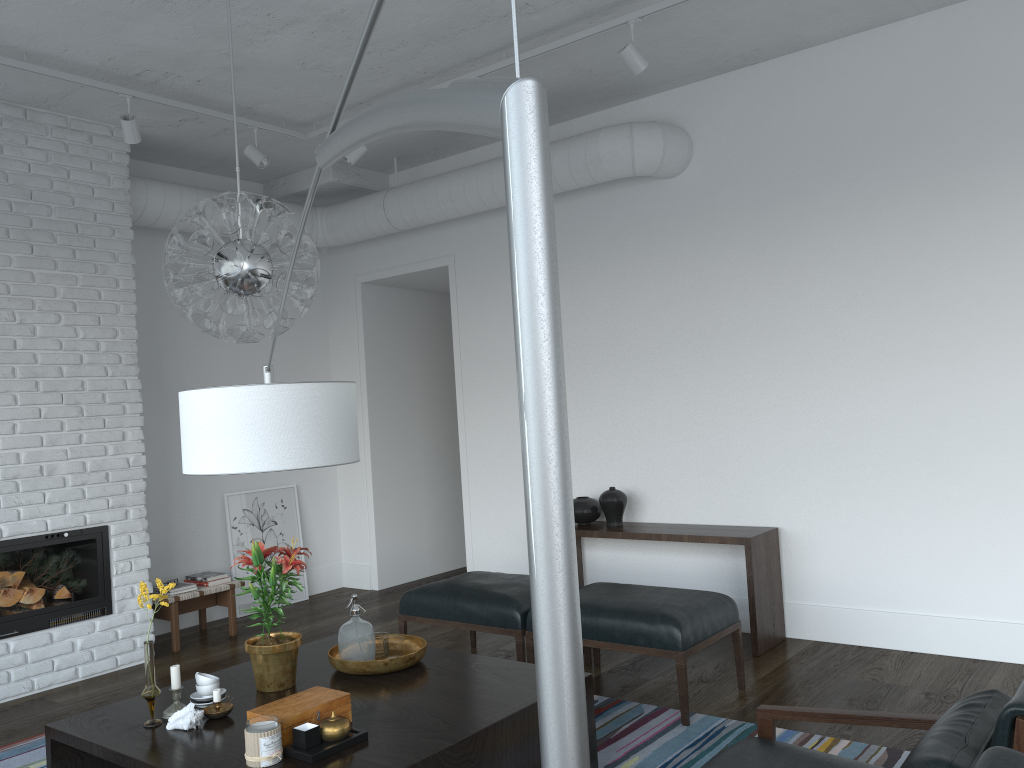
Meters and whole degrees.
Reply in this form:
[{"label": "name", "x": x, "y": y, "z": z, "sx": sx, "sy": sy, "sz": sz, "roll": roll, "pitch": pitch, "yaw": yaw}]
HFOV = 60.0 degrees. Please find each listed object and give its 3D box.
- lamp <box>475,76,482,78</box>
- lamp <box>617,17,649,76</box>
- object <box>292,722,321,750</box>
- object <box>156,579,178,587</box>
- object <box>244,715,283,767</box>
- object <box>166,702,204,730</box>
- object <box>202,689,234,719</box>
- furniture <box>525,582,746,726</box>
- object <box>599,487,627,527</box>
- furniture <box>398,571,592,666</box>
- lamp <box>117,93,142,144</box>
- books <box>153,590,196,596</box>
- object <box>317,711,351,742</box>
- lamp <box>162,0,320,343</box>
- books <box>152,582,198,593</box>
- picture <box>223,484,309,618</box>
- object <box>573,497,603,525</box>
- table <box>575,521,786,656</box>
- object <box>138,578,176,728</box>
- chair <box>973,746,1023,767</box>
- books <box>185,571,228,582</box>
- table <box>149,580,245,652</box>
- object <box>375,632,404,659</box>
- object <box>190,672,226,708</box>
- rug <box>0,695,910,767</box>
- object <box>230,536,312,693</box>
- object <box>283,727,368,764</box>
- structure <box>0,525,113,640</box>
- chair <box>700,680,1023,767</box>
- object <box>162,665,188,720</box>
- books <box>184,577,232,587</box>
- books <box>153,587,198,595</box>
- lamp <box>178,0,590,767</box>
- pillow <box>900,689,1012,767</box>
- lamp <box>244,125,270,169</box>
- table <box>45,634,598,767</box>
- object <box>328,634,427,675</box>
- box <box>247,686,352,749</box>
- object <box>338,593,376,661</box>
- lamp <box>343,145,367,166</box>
[{"label": "lamp", "x": -0.205, "y": -1.521, "z": 4.746, "sx": 0.154, "sy": 0.285, "sz": 0.094, "roll": -4, "pitch": -2, "yaw": 11}, {"label": "lamp", "x": 0.566, "y": -1.586, "z": 4.137, "sx": 0.154, "sy": 0.285, "sz": 0.100, "roll": -3, "pitch": -2, "yaw": -29}, {"label": "object", "x": -0.604, "y": 1.036, "z": 2.608, "sx": 0.058, "sy": 0.055, "sz": 0.058, "roll": -5, "pitch": -2, "yaw": 38}, {"label": "object", "x": -2.201, "y": 1.272, "z": 5.666, "sx": 0.093, "sy": 0.038, "sz": 0.134, "roll": -4, "pitch": -1, "yaw": 5}, {"label": "object", "x": -0.712, "y": 1.029, "z": 2.559, "sx": 0.117, "sy": 0.116, "sz": 0.106, "roll": -4, "pitch": -2, "yaw": 18}, {"label": "object", "x": -1.066, "y": 1.085, "z": 2.891, "sx": 0.124, "sy": 0.078, "sz": 0.069, "roll": -4, "pitch": -2, "yaw": 21}, {"label": "object", "x": -0.987, "y": 1.067, "z": 2.971, "sx": 0.102, "sy": 0.098, "sz": 0.102, "roll": -3, "pitch": -2, "yaw": -13}, {"label": "furniture", "x": 0.570, "y": 1.214, "z": 4.167, "sx": 0.827, "sy": 0.476, "sz": 0.583, "roll": -5, "pitch": -2, "yaw": 38}, {"label": "object", "x": 0.618, "y": 0.745, "z": 5.400, "sx": 0.171, "sy": 0.236, "sz": 0.171, "roll": -5, "pitch": -2, "yaw": 43}, {"label": "furniture", "x": -0.098, "y": 1.269, "z": 4.692, "sx": 0.828, "sy": 0.478, "sz": 0.584, "roll": -5, "pitch": -2, "yaw": 38}, {"label": "lamp", "x": -2.018, "y": -1.409, "z": 4.670, "sx": 0.097, "sy": 0.285, "sz": 0.154, "roll": -3, "pitch": -2, "yaw": -12}, {"label": "books", "x": -2.178, "y": 1.323, "z": 5.676, "sx": 0.273, "sy": 0.011, "sz": 0.172, "roll": -5, "pitch": -2, "yaw": 37}, {"label": "object", "x": -0.535, "y": 1.022, "z": 2.664, "sx": 0.103, "sy": 0.077, "sz": 0.103, "roll": -4, "pitch": -2, "yaw": 10}, {"label": "lamp", "x": -1.021, "y": -0.925, "z": 3.277, "sx": 0.552, "sy": 1.546, "sz": 0.552, "roll": -4, "pitch": -2, "yaw": 26}, {"label": "books", "x": -2.183, "y": 1.298, "z": 5.673, "sx": 0.280, "sy": 0.019, "sz": 0.202, "roll": -5, "pitch": -2, "yaw": 36}, {"label": "picture", "x": -1.823, "y": 1.224, "z": 6.609, "sx": 0.093, "sy": 0.884, "sz": 0.637, "roll": -5, "pitch": -2, "yaw": 38}, {"label": "object", "x": 0.447, "y": 0.793, "z": 5.553, "sx": 0.245, "sy": 0.168, "sz": 0.245, "roll": -4, "pitch": -2, "yaw": 30}, {"label": "table", "x": 0.848, "y": 1.152, "z": 5.191, "sx": 1.362, "sy": 0.617, "sz": 0.375, "roll": -5, "pitch": -2, "yaw": 38}, {"label": "object", "x": -1.182, "y": 0.892, "z": 2.961, "sx": 0.121, "sy": 0.470, "sz": 0.120, "roll": -3, "pitch": -2, "yaw": -36}, {"label": "chair", "x": 0.416, "y": 1.049, "z": 1.662, "sx": 0.983, "sy": 0.698, "sz": 0.678, "roll": -5, "pitch": -2, "yaw": 38}, {"label": "books", "x": -2.031, "y": 1.281, "z": 5.902, "sx": 0.238, "sy": 0.025, "sz": 0.173, "roll": -5, "pitch": -2, "yaw": 36}, {"label": "table", "x": -2.095, "y": 1.496, "z": 5.763, "sx": 0.405, "sy": 0.345, "sz": 0.605, "roll": -5, "pitch": -2, "yaw": 38}, {"label": "object", "x": -0.501, "y": 1.050, "z": 3.533, "sx": 0.085, "sy": 0.089, "sz": 0.195, "roll": -2, "pitch": -2, "yaw": -43}, {"label": "object", "x": -1.067, "y": 1.067, "z": 3.113, "sx": 0.121, "sy": 0.113, "sz": 0.124, "roll": -3, "pitch": -2, "yaw": -32}, {"label": "rug", "x": -0.537, "y": 1.491, "z": 3.138, "sx": 3.760, "sy": 0.012, "sz": 2.735, "roll": -5, "pitch": -2, "yaw": 38}, {"label": "object", "x": -0.871, "y": 0.836, "z": 3.240, "sx": 0.275, "sy": 0.558, "sz": 0.284, "roll": -4, "pitch": -1, "yaw": 0}, {"label": "object", "x": -0.552, "y": 1.068, "z": 2.637, "sx": 0.130, "sy": 0.023, "sz": 0.214, "roll": -5, "pitch": -2, "yaw": 38}, {"label": "structure", "x": -2.912, "y": 1.134, "z": 4.866, "sx": 0.675, "sy": 0.578, "sz": 1.168, "roll": -5, "pitch": -2, "yaw": 38}, {"label": "chair", "x": 0.936, "y": 1.033, "z": 2.324, "sx": 0.983, "sy": 0.698, "sz": 0.678, "roll": -5, "pitch": -2, "yaw": 38}, {"label": "object", "x": -1.145, "y": 1.040, "z": 3.023, "sx": 0.098, "sy": 0.174, "sz": 0.098, "roll": -5, "pitch": -2, "yaw": 32}, {"label": "books", "x": -2.023, "y": 1.308, "z": 5.897, "sx": 0.267, "sy": 0.032, "sz": 0.185, "roll": -5, "pitch": -2, "yaw": 36}, {"label": "books", "x": -2.172, "y": 1.312, "z": 5.668, "sx": 0.306, "sy": 0.011, "sz": 0.171, "roll": -5, "pitch": -2, "yaw": 37}, {"label": "lamp", "x": -0.312, "y": 0.563, "z": 1.400, "sx": 0.432, "sy": 1.738, "sz": 2.162, "roll": -3, "pitch": -2, "yaw": -18}, {"label": "pillow", "x": 1.083, "y": 0.974, "z": 2.200, "sx": 0.246, "sy": 0.293, "sz": 0.612, "roll": -5, "pitch": -2, "yaw": 38}, {"label": "lamp", "x": -1.527, "y": -1.424, "z": 5.291, "sx": 0.154, "sy": 0.285, "sz": 0.093, "roll": -4, "pitch": -2, "yaw": 16}, {"label": "table", "x": -0.635, "y": 1.294, "z": 3.093, "sx": 1.362, "sy": 0.394, "sz": 1.306, "roll": -5, "pitch": -2, "yaw": 38}, {"label": "object", "x": -0.524, "y": 1.064, "z": 3.473, "sx": 0.383, "sy": 0.068, "sz": 0.383, "roll": -3, "pitch": -2, "yaw": -9}, {"label": "box", "x": -0.661, "y": 1.043, "z": 2.777, "sx": 0.169, "sy": 0.093, "sz": 0.294, "roll": -5, "pitch": -2, "yaw": 38}, {"label": "object", "x": -0.604, "y": 0.956, "z": 3.439, "sx": 0.143, "sy": 0.288, "sz": 0.143, "roll": -4, "pitch": -2, "yaw": 10}, {"label": "lamp", "x": -0.951, "y": -1.459, "z": 5.345, "sx": 0.154, "sy": 0.285, "sz": 0.104, "roll": -3, "pitch": -2, "yaw": -12}]
